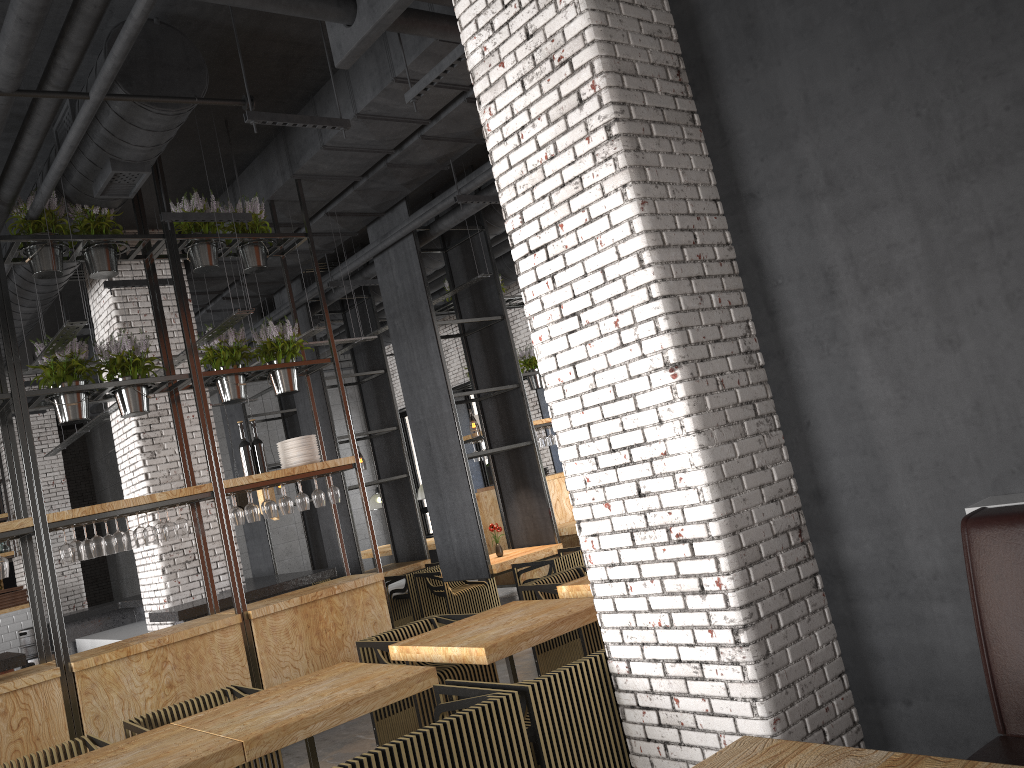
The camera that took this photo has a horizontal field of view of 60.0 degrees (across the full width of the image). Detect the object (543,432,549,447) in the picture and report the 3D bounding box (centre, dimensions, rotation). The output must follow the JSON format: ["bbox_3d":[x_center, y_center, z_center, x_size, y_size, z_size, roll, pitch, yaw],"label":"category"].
[{"bbox_3d":[0.473,0.780,12.912,0.101,0.268,0.100,-13,-6,-3],"label":"object"}]

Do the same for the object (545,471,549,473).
[{"bbox_3d":[0.389,1.277,12.498,0.306,0.044,0.304,-9,-7,-39],"label":"object"}]

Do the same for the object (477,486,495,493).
[{"bbox_3d":[-0.196,1.397,12.095,0.412,0.050,0.410,-8,-7,-40],"label":"object"}]

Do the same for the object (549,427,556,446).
[{"bbox_3d":[0.579,0.764,13.000,0.101,0.268,0.100,-13,-6,-3],"label":"object"}]

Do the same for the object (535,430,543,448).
[{"bbox_3d":[0.375,0.795,12.830,0.101,0.268,0.100,-13,-6,-3],"label":"object"}]

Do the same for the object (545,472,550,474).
[{"bbox_3d":[0.392,1.292,12.496,0.306,0.041,0.305,-11,-6,-22],"label":"object"}]

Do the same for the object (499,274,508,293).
[{"bbox_3d":[-0.277,-1.238,12.760,0.467,0.560,0.416,-14,-6,8],"label":"object"}]

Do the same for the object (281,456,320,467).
[{"bbox_3d":[-1.785,0.671,7.503,0.333,0.046,0.335,-16,-6,31],"label":"object"}]

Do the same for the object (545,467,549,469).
[{"bbox_3d":[0.377,1.229,12.505,0.305,0.049,0.305,-12,-6,-14],"label":"object"}]

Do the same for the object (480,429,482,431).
[{"bbox_3d":[-0.341,0.626,12.145,0.335,0.033,0.334,-13,-5,-1],"label":"object"}]

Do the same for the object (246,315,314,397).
[{"bbox_3d":[-1.971,-0.189,7.586,0.468,0.560,0.415,-7,-9,-46],"label":"object"}]

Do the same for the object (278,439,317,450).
[{"bbox_3d":[-1.819,0.524,7.519,0.334,0.044,0.334,-15,-6,21],"label":"object"}]

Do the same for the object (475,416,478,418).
[{"bbox_3d":[-0.384,0.441,12.167,0.334,0.039,0.334,-16,-6,25],"label":"object"}]

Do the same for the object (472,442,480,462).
[{"bbox_3d":[-0.502,0.928,12.102,0.101,0.268,0.100,-13,-6,-3],"label":"object"}]

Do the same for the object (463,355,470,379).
[{"bbox_3d":[-0.413,-0.095,12.302,0.466,0.560,0.416,-15,-6,16],"label":"object"}]

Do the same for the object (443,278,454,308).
[{"bbox_3d":[-0.698,-1.170,12.455,0.415,0.560,0.467,-16,-7,25],"label":"object"}]

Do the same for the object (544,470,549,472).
[{"bbox_3d":[0.386,1.269,12.499,0.305,0.046,0.305,-14,-5,8],"label":"object"}]

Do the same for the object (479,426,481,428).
[{"bbox_3d":[-0.349,0.588,12.150,0.334,0.037,0.334,-15,-6,17],"label":"object"}]

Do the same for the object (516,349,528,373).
[{"bbox_3d":[-0.051,-0.145,12.650,0.468,0.560,0.415,-7,-9,-45],"label":"object"}]

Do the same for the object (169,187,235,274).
[{"bbox_3d":[-2.595,-1.221,7.397,0.415,0.560,0.467,-16,-7,23],"label":"object"}]

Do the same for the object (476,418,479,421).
[{"bbox_3d":[-0.376,0.479,12.163,0.334,0.041,0.334,-15,-6,20],"label":"object"}]

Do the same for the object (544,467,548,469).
[{"bbox_3d":[0.374,1.215,12.508,0.305,0.039,0.306,-17,-6,33],"label":"object"}]

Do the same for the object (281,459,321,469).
[{"bbox_3d":[-1.779,0.691,7.500,0.335,0.033,0.333,-10,-6,-31],"label":"object"}]

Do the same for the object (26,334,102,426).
[{"bbox_3d":[-3.276,0.012,6.546,0.467,0.560,0.415,-13,-6,-1],"label":"object"}]

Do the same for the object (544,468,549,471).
[{"bbox_3d":[0.380,1.240,12.504,0.306,0.037,0.305,-9,-7,-38],"label":"object"}]

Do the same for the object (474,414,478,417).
[{"bbox_3d":[-0.389,0.422,12.170,0.334,0.039,0.335,-15,-6,24],"label":"object"}]

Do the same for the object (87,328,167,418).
[{"bbox_3d":[-2.960,-0.032,6.844,0.416,0.560,0.467,-15,-6,18],"label":"object"}]

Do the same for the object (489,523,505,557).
[{"bbox_3d":[-0.149,1.653,9.424,0.156,0.356,0.171,-14,-6,8],"label":"object"}]

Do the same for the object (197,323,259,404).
[{"bbox_3d":[-2.351,-0.126,7.336,0.468,0.560,0.415,-9,-7,-31],"label":"object"}]

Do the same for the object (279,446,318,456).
[{"bbox_3d":[-1.805,0.581,7.512,0.335,0.039,0.333,-10,-6,-32],"label":"object"}]

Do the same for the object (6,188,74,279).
[{"bbox_3d":[-3.512,-1.082,6.640,0.417,0.560,0.466,-11,-6,-20],"label":"object"}]

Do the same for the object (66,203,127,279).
[{"bbox_3d":[-3.241,-1.117,6.929,0.417,0.560,0.466,-7,-9,-45],"label":"object"}]

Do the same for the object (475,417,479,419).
[{"bbox_3d":[-0.381,0.460,12.165,0.334,0.044,0.334,-15,-6,21],"label":"object"}]

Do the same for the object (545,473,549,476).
[{"bbox_3d":[0.395,1.303,12.496,0.306,0.035,0.305,-13,-5,-2],"label":"object"}]

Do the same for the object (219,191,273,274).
[{"bbox_3d":[-2.294,-1.259,7.731,0.417,0.560,0.466,-11,-6,-15],"label":"object"}]

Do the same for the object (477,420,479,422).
[{"bbox_3d":[-0.371,0.497,12.160,0.334,0.043,0.335,-17,-7,34],"label":"object"}]

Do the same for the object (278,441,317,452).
[{"bbox_3d":[-1.814,0.543,7.517,0.334,0.041,0.334,-15,-6,20],"label":"object"}]

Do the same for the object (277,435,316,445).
[{"bbox_3d":[-1.827,0.487,7.524,0.334,0.039,0.335,-15,-6,24],"label":"object"}]

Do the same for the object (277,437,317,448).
[{"bbox_3d":[-1.823,0.505,7.521,0.334,0.039,0.334,-16,-6,25],"label":"object"}]

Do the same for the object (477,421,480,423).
[{"bbox_3d":[-0.367,0.516,12.158,0.335,0.039,0.333,-10,-6,-32],"label":"object"}]

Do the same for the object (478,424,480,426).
[{"bbox_3d":[-0.359,0.551,12.154,0.334,0.039,0.334,-15,-6,17],"label":"object"}]

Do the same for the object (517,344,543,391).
[{"bbox_3d":[0.312,-0.199,12.961,0.416,0.560,0.466,-14,-6,7],"label":"object"}]
